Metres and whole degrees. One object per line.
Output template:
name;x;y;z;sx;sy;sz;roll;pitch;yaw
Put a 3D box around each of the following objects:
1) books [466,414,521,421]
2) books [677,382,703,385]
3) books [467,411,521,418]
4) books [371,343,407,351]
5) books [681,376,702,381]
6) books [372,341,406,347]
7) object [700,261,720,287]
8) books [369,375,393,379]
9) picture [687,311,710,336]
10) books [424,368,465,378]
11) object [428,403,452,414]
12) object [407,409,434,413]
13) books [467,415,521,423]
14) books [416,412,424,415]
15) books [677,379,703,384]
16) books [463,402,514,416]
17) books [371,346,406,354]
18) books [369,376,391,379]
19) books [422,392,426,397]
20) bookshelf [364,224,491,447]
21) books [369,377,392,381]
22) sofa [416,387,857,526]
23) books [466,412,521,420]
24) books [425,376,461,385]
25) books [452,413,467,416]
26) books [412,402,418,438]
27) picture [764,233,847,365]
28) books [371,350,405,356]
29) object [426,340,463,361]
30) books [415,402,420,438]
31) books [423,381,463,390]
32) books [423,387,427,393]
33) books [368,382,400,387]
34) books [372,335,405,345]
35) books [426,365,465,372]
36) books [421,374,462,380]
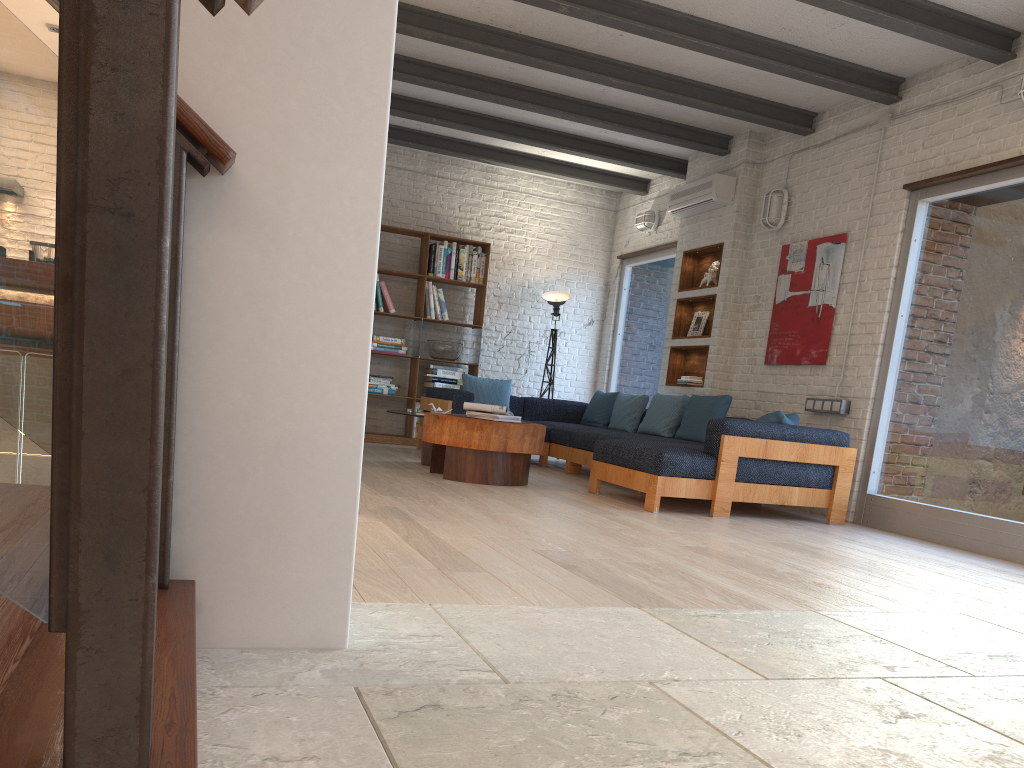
books;-0.137;0.245;6.406;0.313;0.011;0.253;6;-1;39
books;1.656;0.002;8.117;0.163;0.017;0.248;6;-1;-10
books;-0.133;0.223;6.376;0.313;0.011;0.253;5;-1;44
books;-1.318;-0.391;9.153;0.381;0.037;0.239;7;-1;-27
books;1.672;-0.049;8.106;0.133;0.034;0.202;6;-1;-10
books;-1.324;-0.421;9.166;0.357;0.021;0.267;7;-1;-22
object;1.807;-0.992;7.934;0.113;0.247;0.211;4;5;-12
books;-1.394;-0.079;9.210;0.253;0.017;0.159;7;-1;-20
picture;1.741;-0.553;8.102;0.102;0.249;0.189;2;7;-29
books;-0.731;-0.117;9.439;0.381;0.065;0.239;6;0;-26
object;-0.610;0.217;7.418;0.186;0.093;0.191;6;1;5
object;-0.788;0.232;7.541;0.303;0.027;0.067;7;0;-43
books;-0.131;0.256;6.395;0.253;0.011;0.313;7;-1;-41
books;-0.611;0.252;6.993;0.319;0.011;0.248;6;-1;-8
books;1.670;-0.023;8.104;0.171;0.019;0.232;6;-1;-18
books;-0.169;0.207;6.443;0.320;0.111;0.270;6;1;12
books;-1.335;-0.356;9.162;0.381;0.037;0.239;7;-1;-25
books;-1.402;-0.067;9.223;0.244;0.008;0.153;7;-1;-20
books;-0.759;0.145;9.460;0.381;0.065;0.239;6;0;-26
bookshelf;-1.013;-0.446;9.248;1.323;2.245;0.355;4;9;-20
books;-1.412;-0.054;9.230;0.237;0.019;0.167;7;-1;-27
sofa;0.694;0.487;7.425;2.089;0.671;3.875;6;0;-20
books;-0.136;0.234;6.386;0.313;0.011;0.253;6;-1;39
books;-0.753;-0.038;9.416;0.328;0.056;0.250;6;0;-25
books;-0.389;0.278;7.547;0.161;0.023;0.231;6;-1;28
books;-1.078;0.382;9.404;0.036;0.391;0.238;3;7;-20
picture;2.271;-0.632;6.800;0.019;0.978;0.726;3;7;-20
books;-1.331;-0.326;9.176;0.357;0.021;0.267;7;-1;-20
object;-0.729;-0.350;9.403;0.400;0.205;0.398;7;1;21
books;-1.050;0.386;9.432;0.036;0.391;0.238;3;7;-20
books;-0.738;0.026;9.446;0.381;0.065;0.239;7;0;-34
books;-0.760;0.084;9.467;0.364;0.056;0.277;6;0;-18
books;-1.401;0.000;9.213;0.381;0.018;0.239;7;-1;-28
books;-1.312;-0.458;9.161;0.328;0.056;0.250;6;0;-18
books;-0.728;-0.169;9.425;0.381;0.037;0.239;6;-1;-20
books;-0.737;-0.075;9.427;0.446;0.021;0.267;7;-1;-20
